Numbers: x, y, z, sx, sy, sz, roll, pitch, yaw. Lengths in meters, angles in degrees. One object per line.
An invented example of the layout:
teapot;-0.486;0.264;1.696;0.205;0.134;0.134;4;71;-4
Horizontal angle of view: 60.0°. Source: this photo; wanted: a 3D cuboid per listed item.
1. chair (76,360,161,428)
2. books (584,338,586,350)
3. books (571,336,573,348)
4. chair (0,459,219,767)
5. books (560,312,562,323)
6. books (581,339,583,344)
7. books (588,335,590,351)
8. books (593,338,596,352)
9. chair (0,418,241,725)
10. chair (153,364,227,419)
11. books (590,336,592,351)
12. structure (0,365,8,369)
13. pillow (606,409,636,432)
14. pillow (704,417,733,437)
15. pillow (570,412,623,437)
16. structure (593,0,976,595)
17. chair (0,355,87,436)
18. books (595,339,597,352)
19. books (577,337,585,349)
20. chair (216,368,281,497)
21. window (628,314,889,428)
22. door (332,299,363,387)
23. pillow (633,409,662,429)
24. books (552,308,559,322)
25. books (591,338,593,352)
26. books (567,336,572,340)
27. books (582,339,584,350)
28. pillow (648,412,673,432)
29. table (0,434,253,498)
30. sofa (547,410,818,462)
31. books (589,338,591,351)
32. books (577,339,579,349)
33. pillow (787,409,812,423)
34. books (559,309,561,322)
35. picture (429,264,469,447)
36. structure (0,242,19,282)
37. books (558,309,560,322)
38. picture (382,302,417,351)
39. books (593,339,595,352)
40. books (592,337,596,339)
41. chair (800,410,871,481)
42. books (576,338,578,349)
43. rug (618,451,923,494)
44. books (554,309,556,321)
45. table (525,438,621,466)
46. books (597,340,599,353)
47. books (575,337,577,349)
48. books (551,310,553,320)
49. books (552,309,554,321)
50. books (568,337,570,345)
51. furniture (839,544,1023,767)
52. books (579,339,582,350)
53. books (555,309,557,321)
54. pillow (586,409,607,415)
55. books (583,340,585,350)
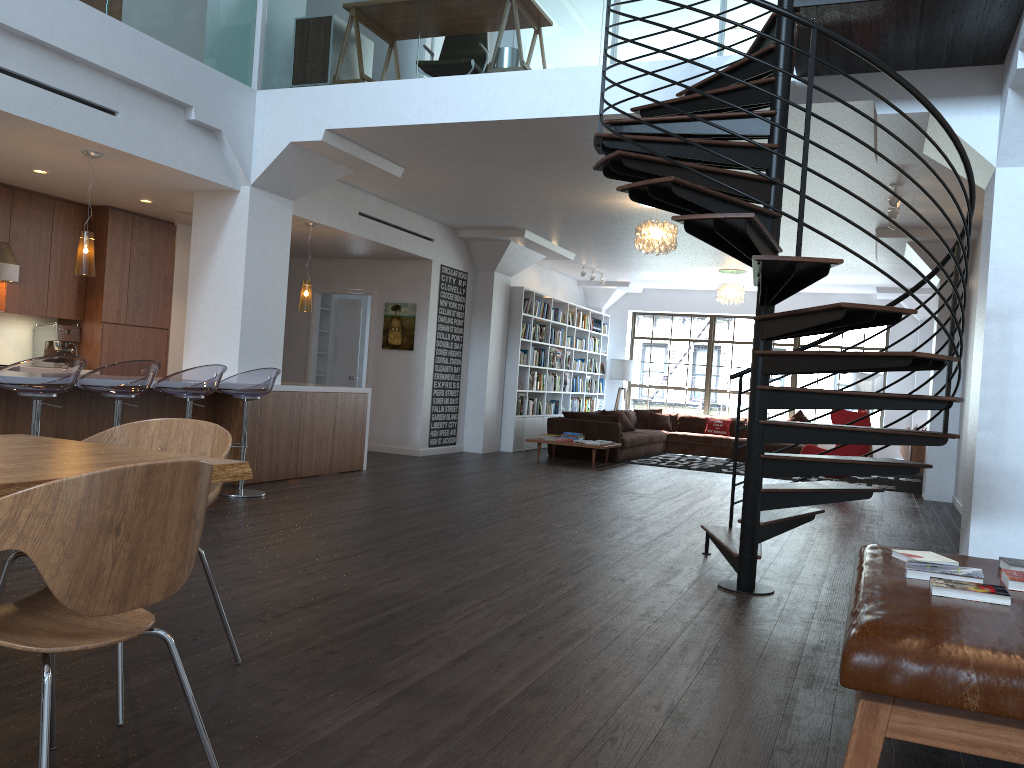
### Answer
chair;-2.620;0.334;5.860;0.481;1.014;0.530;4;0;20
books;1.246;-0.713;15.887;0.158;0.226;0.052;4;0;22
books;0.960;-0.717;15.160;0.146;0.202;0.027;4;0;22
chair;-1.009;0.554;1.952;0.617;0.830;0.629;4;0;22
books;0.738;-1.097;14.571;0.139;0.191;0.036;4;0;22
books;1.187;-0.703;15.735;0.127;0.200;0.020;4;0;22
books;1.308;-0.738;16.036;0.198;0.284;0.066;4;0;22
books;1.453;-0.714;16.353;0.183;0.253;0.034;4;0;22
chair;-1.256;0.534;2.874;0.629;0.833;0.618;4;0;17
chair;-2.362;0.349;6.443;0.481;1.014;0.530;4;0;20
books;1.357;-0.738;16.135;0.176;0.290;0.053;4;0;22
structure;-4.866;0.269;7.701;0.662;0.919;0.811;4;0;22
pillow;1.739;0.610;14.424;0.325;0.391;0.625;4;0;39
pillow;3.592;0.752;15.457;0.465;0.308;0.220;4;0;19
pillow;1.227;0.602;12.803;0.750;0.364;0.289;4;0;22
structure;1.431;-1.052;4.851;1.998;4.352;1.998;4;0;-17
chair;-2.835;0.321;5.265;0.481;1.014;0.530;4;0;24
books;1.477;-0.716;16.432;0.180;0.259;0.060;4;0;22
books;1.231;-0.716;15.841;0.140;0.231;0.042;4;0;22
chair;-2.122;0.363;7.026;0.481;1.014;0.530;4;0;24
window;4.496;-0.291;16.667;4.648;1.905;0.114;4;0;22
door;-2.569;-0.211;12.754;0.826;2.032;0.174;4;0;22
pillow;2.469;0.638;15.874;0.580;0.418;0.334;4;0;-4
books;0.684;-1.120;14.445;0.140;0.231;0.042;4;0;22
books;1.373;-0.719;16.175;0.183;0.253;0.034;4;0;22
books;0.942;-0.718;15.138;0.146;0.202;0.027;4;0;22
books;1.200;-0.701;15.765;0.136;0.196;0.045;4;0;22
pillow;2.608;0.667;15.712;0.489;0.337;0.238;4;0;-8
table;-1.991;0.533;1.093;1.012;0.750;3.803;4;0;23
sofa;2.875;0.855;14.013;3.481;0.664;4.197;4;0;22
books;1.337;-0.719;16.073;0.160;0.250;0.026;4;0;22
books;1.091;-0.695;15.482;0.126;0.173;0.032;4;0;22
pillow;4.805;0.720;15.007;0.651;0.587;0.335;4;0;1
books;0.720;-1.118;14.536;0.140;0.231;0.042;4;0;22
picture;-0.841;-0.355;11.853;0.021;2.380;0.800;4;0;23
structure;-4.858;-0.736;7.722;0.529;1.110;0.811;4;0;22
books;0.698;-1.117;14.492;0.158;0.226;0.052;4;0;22
picture;-1.453;-0.741;11.411;0.450;0.600;0.030;4;0;22
books;1.427;-0.709;16.321;0.174;0.240;0.045;4;0;22
books;1.459;-0.732;16.388;0.176;0.290;0.036;4;0;22
chair;3.964;0.774;10.828;0.798;1.006;0.801;4;0;-42
books;1.068;-0.706;15.431;0.139;0.191;0.036;4;0;22
rug;3.908;1.260;13.026;4.200;0.007;3.100;4;0;24
books;0.627;-1.109;14.287;0.146;0.202;0.027;4;0;22
table;0.838;0.920;12.106;1.100;0.271;0.853;4;0;22
books;1.524;-0.703;16.561;0.174;0.240;0.045;4;0;22
books;1.049;-0.712;15.375;0.146;0.202;0.027;4;0;22
books;0.581;-1.097;14.181;0.126;0.173;0.032;4;0;22
books;0.601;-1.105;14.234;0.139;0.191;0.036;4;0;22
books;0.914;-0.705;15.054;0.126;0.173;0.032;4;0;22
furniture;1.619;0.923;3.006;0.907;0.453;1.819;4;0;22
books;1.158;-0.697;15.672;0.134;0.184;0.030;4;0;22
books;0.654;-1.107;14.365;0.146;0.202;0.027;4;0;22
pillow;1.296;0.563;13.063;0.269;0.411;0.559;4;0;-22
books;1.218;-0.697;15.802;0.139;0.191;0.036;4;0;22
